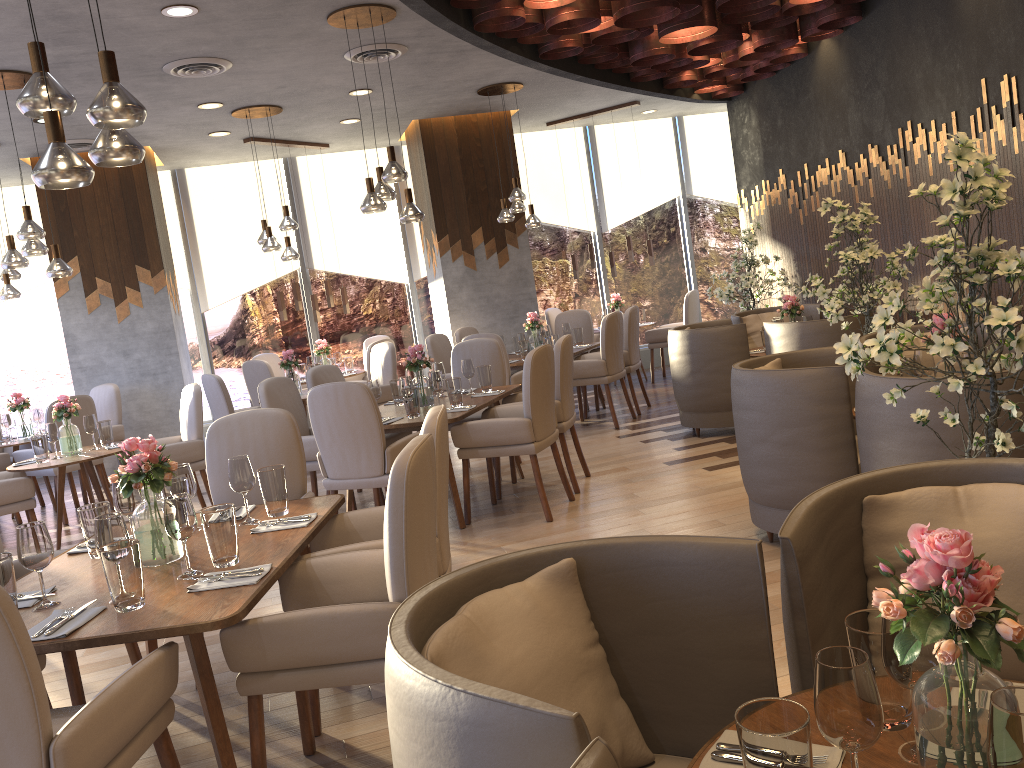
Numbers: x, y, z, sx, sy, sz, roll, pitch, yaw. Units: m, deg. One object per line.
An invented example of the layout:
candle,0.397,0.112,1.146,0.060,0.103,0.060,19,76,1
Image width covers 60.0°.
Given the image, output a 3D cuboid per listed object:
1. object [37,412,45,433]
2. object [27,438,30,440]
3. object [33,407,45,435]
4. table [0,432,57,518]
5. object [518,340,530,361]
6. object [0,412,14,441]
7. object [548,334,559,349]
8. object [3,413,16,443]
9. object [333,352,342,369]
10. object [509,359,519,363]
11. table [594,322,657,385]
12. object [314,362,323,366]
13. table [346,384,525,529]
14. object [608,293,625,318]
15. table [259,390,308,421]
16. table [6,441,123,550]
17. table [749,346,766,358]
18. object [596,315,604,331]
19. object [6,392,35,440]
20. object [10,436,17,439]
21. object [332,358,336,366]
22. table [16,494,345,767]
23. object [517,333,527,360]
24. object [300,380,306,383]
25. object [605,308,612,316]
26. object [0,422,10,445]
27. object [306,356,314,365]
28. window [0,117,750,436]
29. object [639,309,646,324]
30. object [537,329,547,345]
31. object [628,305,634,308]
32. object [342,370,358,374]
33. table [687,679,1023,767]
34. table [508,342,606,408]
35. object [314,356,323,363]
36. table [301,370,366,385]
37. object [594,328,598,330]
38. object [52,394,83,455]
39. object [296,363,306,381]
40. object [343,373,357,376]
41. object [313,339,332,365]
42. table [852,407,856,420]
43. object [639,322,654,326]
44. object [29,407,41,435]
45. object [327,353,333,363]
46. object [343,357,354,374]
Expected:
object,-4.218,0.350,7.969,0.102,0.178,0.102,-7,5,12
object,-4.011,0.449,7.547,0.254,0.019,0.158,-4,8,32
object,-4.095,0.331,7.689,0.092,0.244,0.092,-12,6,-33
table,-4.175,0.795,7.752,0.836,0.660,0.834,-11,7,-27
object,0.118,-0.304,8.057,0.102,0.178,0.102,-12,6,-33
object,-4.403,0.372,7.724,0.092,0.244,0.092,-9,5,-12
object,0.398,-0.367,8.244,0.102,0.178,0.102,-11,6,-24
object,-4.278,0.373,7.553,0.092,0.244,0.092,-12,6,-33
object,-1.878,-0.217,9.590,0.092,0.244,0.092,-5,6,35
object,-0.031,-0.206,8.101,0.157,0.019,0.256,-5,8,31
table,1.354,-0.352,10.607,0.835,0.660,0.834,-11,6,-23
object,-2.039,-0.133,9.357,0.102,0.178,0.102,-12,6,-33
table,-0.515,0.472,5.855,0.963,0.664,1.312,-6,6,19
object,1.246,-0.863,10.438,0.198,0.414,0.210,-12,6,-36
table,-1.806,0.415,8.012,0.837,0.660,0.833,-13,8,-39
table,-2.925,0.805,6.066,0.833,0.660,0.837,-4,7,35
table,2.256,-0.011,6.949,0.835,0.560,0.834,-11,6,-21
object,1.057,-0.730,10.564,0.102,0.178,0.102,-5,6,34
object,-4.268,0.269,7.696,0.197,0.414,0.211,-6,6,23
object,-4.458,0.476,7.883,0.254,0.019,0.158,-5,8,30
object,-2.014,-0.197,9.884,0.102,0.178,0.102,-9,5,-7
table,-1.095,0.900,2.894,0.964,0.664,1.311,-8,6,3
object,0.100,-0.347,8.162,0.092,0.244,0.092,-9,5,-12
object,-2.189,-0.035,9.401,0.157,0.019,0.256,-5,8,30
object,1.159,-0.779,10.578,0.092,0.244,0.092,-8,5,8
object,-4.273,0.418,7.447,0.102,0.178,0.102,-8,5,3
object,-2.177,-0.177,9.628,0.092,0.244,0.092,-12,6,-36
window,-2.691,-0.941,7.576,8.049,3.190,16.190,-5,7,31
object,1.543,-0.802,10.567,0.102,0.178,0.102,-11,6,-29
object,0.286,-0.382,8.227,0.092,0.244,0.092,-10,5,-18
object,1.433,-0.816,10.541,0.092,0.244,0.092,-11,5,-23
object,-1.846,-0.136,9.837,0.157,0.019,0.256,-4,8,36
table,0.687,0.878,1.269,0.833,0.560,0.837,-6,7,25
table,0.291,0.042,8.541,0.963,0.664,1.312,-5,7,27
object,-2.058,-0.175,9.463,0.092,0.244,0.092,-13,6,-40
table,-1.960,0.249,9.643,0.833,0.660,0.837,-8,6,6
object,1.098,-0.674,10.734,0.254,0.019,0.158,-5,7,28
object,-3.077,0.272,6.144,0.198,0.414,0.210,-13,7,-41
object,-2.279,-0.127,9.615,0.102,0.178,0.102,-6,6,24
object,-1.795,-0.098,9.447,0.254,0.019,0.158,-4,8,32
object,-2.039,-0.284,9.629,0.210,0.414,0.198,-9,5,-2
table,2.002,0.367,4.003,0.833,0.560,0.837,-5,7,28
object,1.537,-0.702,10.409,0.254,0.019,0.158,-5,7,24
object,-4.220,0.329,7.858,0.092,0.244,0.092,-7,5,16
object,-2.016,-0.217,9.772,0.092,0.244,0.092,-9,5,-6
object,-1.766,-0.201,9.601,0.102,0.178,0.102,-9,5,-11
